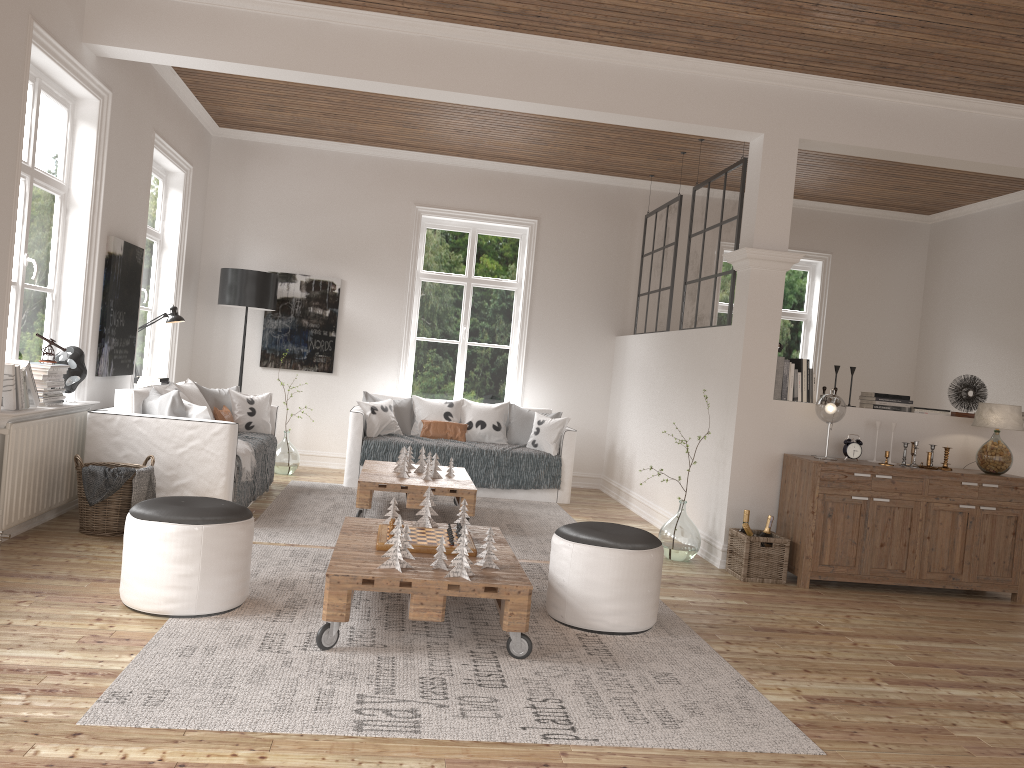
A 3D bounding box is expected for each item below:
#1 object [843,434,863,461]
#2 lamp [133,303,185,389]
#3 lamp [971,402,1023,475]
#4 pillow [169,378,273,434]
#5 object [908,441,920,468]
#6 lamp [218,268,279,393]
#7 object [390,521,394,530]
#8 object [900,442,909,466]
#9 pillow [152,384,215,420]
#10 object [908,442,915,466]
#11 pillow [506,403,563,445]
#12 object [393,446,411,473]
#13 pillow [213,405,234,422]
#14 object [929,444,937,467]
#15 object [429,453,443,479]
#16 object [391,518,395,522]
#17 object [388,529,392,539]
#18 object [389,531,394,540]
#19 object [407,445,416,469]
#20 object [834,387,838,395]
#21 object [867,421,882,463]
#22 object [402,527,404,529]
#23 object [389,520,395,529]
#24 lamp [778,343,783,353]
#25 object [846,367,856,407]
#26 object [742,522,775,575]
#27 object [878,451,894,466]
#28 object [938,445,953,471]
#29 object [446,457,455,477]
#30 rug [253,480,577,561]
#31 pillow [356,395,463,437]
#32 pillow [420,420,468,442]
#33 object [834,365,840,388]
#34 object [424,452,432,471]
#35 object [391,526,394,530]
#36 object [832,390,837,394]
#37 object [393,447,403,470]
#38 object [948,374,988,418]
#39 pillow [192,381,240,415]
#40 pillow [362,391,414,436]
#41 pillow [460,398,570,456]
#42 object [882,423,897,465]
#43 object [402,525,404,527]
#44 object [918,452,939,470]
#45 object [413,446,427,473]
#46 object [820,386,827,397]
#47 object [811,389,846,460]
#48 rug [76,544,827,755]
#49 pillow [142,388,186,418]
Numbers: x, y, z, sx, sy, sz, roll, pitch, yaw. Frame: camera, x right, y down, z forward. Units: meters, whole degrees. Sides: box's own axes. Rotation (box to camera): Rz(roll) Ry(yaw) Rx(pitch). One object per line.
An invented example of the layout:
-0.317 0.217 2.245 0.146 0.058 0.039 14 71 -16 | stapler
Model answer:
2.107 0.393 5.484 0.120 0.165 0.050 5 1 -7 | object
-2.733 -0.276 6.757 0.439 0.703 0.196 5 1 -7 | lamp
2.976 0.340 5.450 0.291 0.435 0.291 5 1 -6 | lamp
-2.216 0.201 6.691 0.403 0.450 1.081 6 1 17 | pillow
2.461 0.429 5.412 0.066 0.160 0.066 6 1 42 | object
-2.415 -0.125 7.916 0.499 1.754 0.499 5 1 -10 | lamp
-0.539 0.641 3.983 0.025 0.055 0.025 6 1 25 | object
2.417 0.428 5.455 0.055 0.153 0.055 6 1 42 | object
-2.126 0.234 5.760 0.417 0.414 1.020 5 1 -25 | pillow
2.498 0.436 5.530 0.052 0.148 0.052 6 1 33 | object
0.188 0.415 8.041 0.546 0.437 0.292 6 1 26 | pillow
-0.782 0.539 6.359 0.106 0.193 0.112 6 1 20 | object
-2.164 0.278 6.666 0.117 0.235 0.414 5 1 -8 | pillow
2.610 0.445 5.512 0.055 0.153 0.055 5 1 -31 | object
-0.545 0.571 6.244 0.097 0.178 0.103 4 1 -44 | object
-0.554 0.645 4.115 0.019 0.040 0.019 6 1 27 | object
-0.522 0.651 3.853 0.026 0.044 0.026 6 1 38 | object
-0.517 0.654 3.810 0.019 0.040 0.019 5 1 -11 | object
-0.770 0.544 6.640 0.090 0.176 0.090 6 1 45 | object
2.084 0.080 5.721 0.058 0.117 0.032 5 1 4 | object
2.284 0.361 5.554 0.084 0.256 0.084 5 1 -30 | object
-0.490 0.656 3.946 0.017 0.037 0.017 6 1 12 | object
-0.549 0.645 4.070 0.026 0.044 0.026 6 1 38 | object
1.712 -0.252 5.852 0.156 0.101 0.101 5 1 -7 | lamp
2.201 0.019 5.756 0.085 0.259 0.085 6 1 33 | object
1.474 0.992 5.301 0.284 0.332 0.095 5 1 -28 | object
2.278 0.450 5.389 0.088 0.085 0.088 5 1 -3 | object
2.671 0.452 5.455 0.085 0.152 0.085 5 1 -4 | object
-0.441 0.596 6.412 0.072 0.142 0.073 5 1 0 | object
-0.594 0.954 6.407 2.254 0.003 2.474 5 1 -7 | rug
-0.913 0.312 7.850 1.020 0.414 0.417 5 1 -25 | pillow
-0.600 0.420 7.830 0.420 0.179 0.127 5 1 -6 | pillow
2.104 0.009 5.772 0.085 0.259 0.085 6 1 33 | object
-0.618 0.573 6.623 0.075 0.147 0.075 6 1 25 | object
-0.527 0.648 3.897 0.022 0.047 0.022 6 1 25 | object
2.058 0.086 5.669 0.058 0.102 0.032 5 1 -12 | object
-0.813 0.548 6.531 0.095 0.164 0.090 5 1 0 | object
3.013 0.079 5.851 0.252 0.286 0.079 5 1 3 | object
-2.315 0.199 6.866 0.292 0.437 0.546 6 1 26 | pillow
-1.112 0.292 7.908 0.541 0.431 0.282 5 1 -33 | pillow
0.015 0.390 7.942 1.081 0.450 0.403 6 1 17 | pillow
2.363 0.369 5.517 0.084 0.256 0.084 5 1 -30 | object
-0.494 0.655 3.992 0.017 0.037 0.017 6 1 12 | object
2.554 0.468 5.431 0.124 0.100 0.124 6 1 15 | object
-0.652 0.549 6.465 0.107 0.195 0.113 5 1 -1 | object
2.014 0.073 5.729 0.058 0.117 0.032 5 1 -33 | object
1.915 0.556 5.512 0.180 1.062 0.395 6 1 7 | object
-0.276 1.029 3.879 2.254 0.003 2.474 5 1 -7 | rug
-2.185 0.232 5.560 0.282 0.431 0.541 5 1 -33 | pillow
